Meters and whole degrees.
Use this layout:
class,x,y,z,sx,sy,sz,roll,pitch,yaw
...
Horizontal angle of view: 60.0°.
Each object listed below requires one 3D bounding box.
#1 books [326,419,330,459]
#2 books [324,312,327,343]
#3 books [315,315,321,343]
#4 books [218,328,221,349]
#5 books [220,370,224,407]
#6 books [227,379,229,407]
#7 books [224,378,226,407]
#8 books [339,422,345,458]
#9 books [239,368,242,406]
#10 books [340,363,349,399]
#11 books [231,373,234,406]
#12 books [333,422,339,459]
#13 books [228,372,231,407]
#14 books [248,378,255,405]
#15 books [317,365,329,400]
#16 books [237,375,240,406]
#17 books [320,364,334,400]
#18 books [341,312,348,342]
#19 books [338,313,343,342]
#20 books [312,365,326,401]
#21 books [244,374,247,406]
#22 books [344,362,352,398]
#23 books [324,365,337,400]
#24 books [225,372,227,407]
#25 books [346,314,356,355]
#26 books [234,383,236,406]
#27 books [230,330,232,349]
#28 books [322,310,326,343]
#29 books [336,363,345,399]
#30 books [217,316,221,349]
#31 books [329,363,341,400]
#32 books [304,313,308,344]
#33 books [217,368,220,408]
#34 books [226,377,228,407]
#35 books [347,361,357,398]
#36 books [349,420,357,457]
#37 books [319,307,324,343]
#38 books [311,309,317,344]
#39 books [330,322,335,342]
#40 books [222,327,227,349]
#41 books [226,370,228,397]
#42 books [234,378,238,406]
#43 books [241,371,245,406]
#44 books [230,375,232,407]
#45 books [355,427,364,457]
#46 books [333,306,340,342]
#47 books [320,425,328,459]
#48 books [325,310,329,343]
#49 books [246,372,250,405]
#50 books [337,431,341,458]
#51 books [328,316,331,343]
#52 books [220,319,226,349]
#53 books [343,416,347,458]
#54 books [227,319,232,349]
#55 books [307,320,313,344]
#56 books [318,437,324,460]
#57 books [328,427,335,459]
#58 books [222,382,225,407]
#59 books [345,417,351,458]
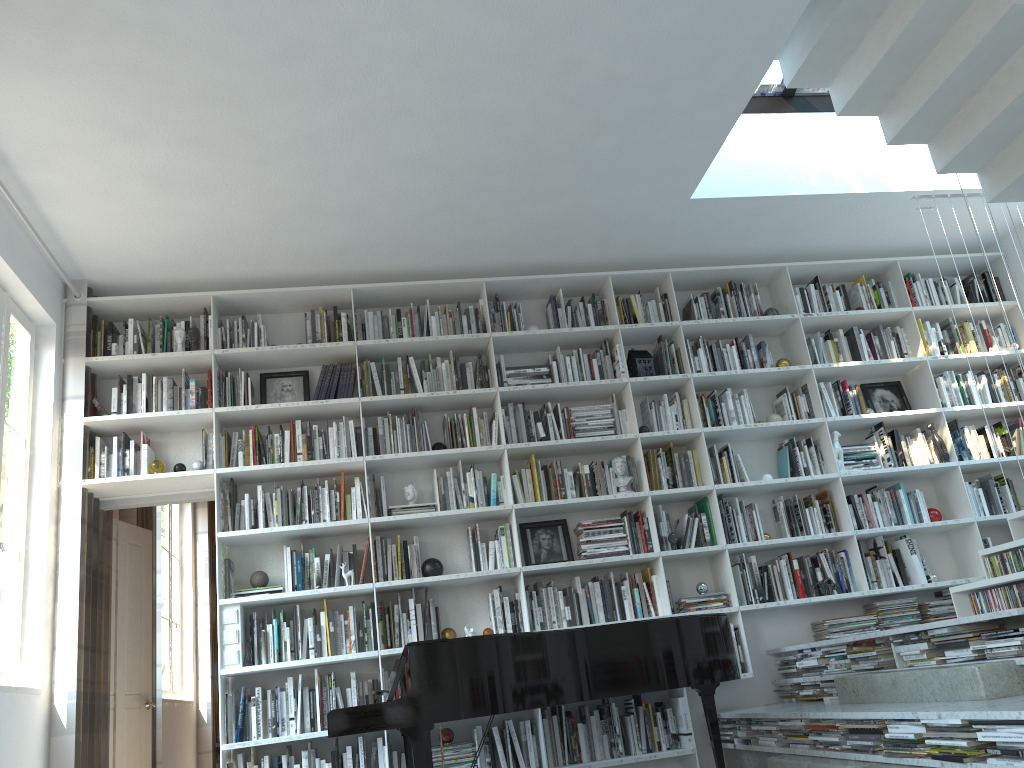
class,x,y,z,sx,sy,sz,roll,pitch,yaw
books,-1.114,0.377,5.387,0.012,0.280,0.189,-4,-19,-10
books,-1.177,-0.303,5.624,0.010,0.262,0.157,-4,-19,-10
books,-1.221,-0.293,5.614,0.028,0.248,0.156,-4,-19,-10
books,-1.805,-0.227,5.508,0.017,0.203,0.143,-4,-19,-10
books,-1.759,0.077,5.401,0.006,0.286,0.149,-4,-19,-10
books,-1.708,0.100,5.379,0.004,0.213,0.187,-4,-19,-10
books,-1.737,0.099,5.401,0.005,0.237,0.154,-4,-19,-10
books,-1.033,0.384,5.415,0.024,0.265,0.155,-4,-19,-10
books,-1.646,0.069,5.417,0.005,0.280,0.191,-4,-19,-10
books,-1.048,0.032,5.548,0.078,0.284,0.175,-4,-19,-10
books,-1.687,0.084,5.390,0.004,0.245,0.189,-4,-19,-10
books,-1.065,0.380,5.388,0.022,0.262,0.175,-4,-19,-10
books,-1.706,0.083,5.400,0.009,0.259,0.184,-4,-19,-10
books,-1.587,0.093,5.406,0.012,0.213,0.186,-4,-19,-10
books,-1.176,0.045,5.519,0.110,0.278,0.175,-4,-19,-10
books,-1.656,0.088,5.410,0.019,0.243,0.154,-4,-19,-10
books,-1.151,0.037,5.506,0.110,0.278,0.175,-4,-19,-10
books,-1.062,-0.305,5.648,0.031,0.253,0.179,-4,-19,-10
books,-1.090,-0.302,5.656,0.022,0.259,0.152,-4,-19,-10
books,-1.197,0.044,5.507,0.110,0.278,0.175,-4,-19,-10
books,-1.614,0.081,5.417,0.011,0.249,0.168,-4,-19,-10
books,-1.025,0.029,5.548,0.078,0.284,0.175,-4,-19,-10
books,-1.131,0.042,5.527,0.110,0.278,0.175,-4,-19,-10
books,-1.734,0.080,5.407,0.005,0.276,0.147,-4,-19,-10
books,-1.029,-0.301,5.667,0.039,0.251,0.147,-4,-19,-10
books,-1.683,0.112,5.424,0.012,0.214,0.132,-4,-19,-10
books,-1.739,-0.223,5.530,0.017,0.193,0.129,-4,-19,-10
books,-1.191,-0.307,5.636,0.013,0.282,0.167,-4,-19,-10
books,-1.070,0.032,5.540,0.078,0.284,0.175,-4,-19,-10
books,-1.823,-0.261,5.527,0.007,0.284,0.160,-4,-19,-10
books,-1.099,0.030,5.515,0.097,0.281,0.175,-4,-19,-10
books,-1.297,-0.295,5.623,0.013,0.277,0.151,-4,-19,-10
books,-1.772,0.070,5.390,0.005,0.291,0.184,-4,-19,-10
books,-1.716,0.097,5.390,0.009,0.227,0.185,-4,-19,-10
books,-1.001,0.023,5.539,0.078,0.284,0.175,-4,-19,-10
books,-0.967,0.374,5.408,0.035,0.263,0.178,-4,-19,-10
books,-1.209,-0.319,5.653,0.014,0.319,0.137,-4,-19,-10
books,-1.249,-0.305,5.615,0.024,0.278,0.188,-4,-19,-10
books,-1.132,-0.270,5.624,0.027,0.189,0.178,-4,-19,-10
books,-1.775,-0.230,5.520,0.032,0.209,0.159,-4,-19,-10
books,-1.730,0.075,5.413,0.006,0.288,0.144,-4,-19,-10
books,-1.664,0.097,5.394,0.018,0.218,0.187,-4,-19,-10
books,-1.630,0.076,5.406,0.023,0.257,0.184,-4,-19,-10
books,-1.697,0.090,5.409,0.010,0.248,0.166,-4,-19,-10
books,-0.923,0.391,5.381,0.039,0.201,0.237,-4,-19,-10
books,-1.112,-0.325,5.636,0.025,0.296,0.164,-4,-19,-10
books,-1.138,0.395,5.396,0.035,0.259,0.131,-4,-19,-10
books,-1.168,-0.309,5.628,0.011,0.273,0.184,-4,-19,-10
books,-1.603,0.078,5.418,0.012,0.254,0.167,-4,-19,-10
books,-1.046,0.410,5.394,0.013,0.205,0.173,-4,-19,-10
books,-1.159,-0.290,5.654,0.013,0.253,0.130,-4,-19,-10
books,-1.798,-0.252,5.524,0.007,0.258,0.157,-4,-19,-10
books,-1.012,0.361,5.395,0.012,0.290,0.183,-4,-19,-10
books,-1.755,-0.253,5.523,0.012,0.248,0.180,-4,-19,-10
books,-1.272,-0.273,5.605,0.028,0.217,0.153,-4,-19,-10
books,-1.153,0.429,5.376,0.022,0.185,0.137,-4,-19,-10
books,-1.089,0.398,5.378,0.030,0.230,0.173,-4,-19,-10
books,-1.744,0.115,5.394,0.015,0.206,0.173,-4,-19,-10
books,-0.997,0.365,5.409,0.022,0.288,0.170,-4,-19,-10
